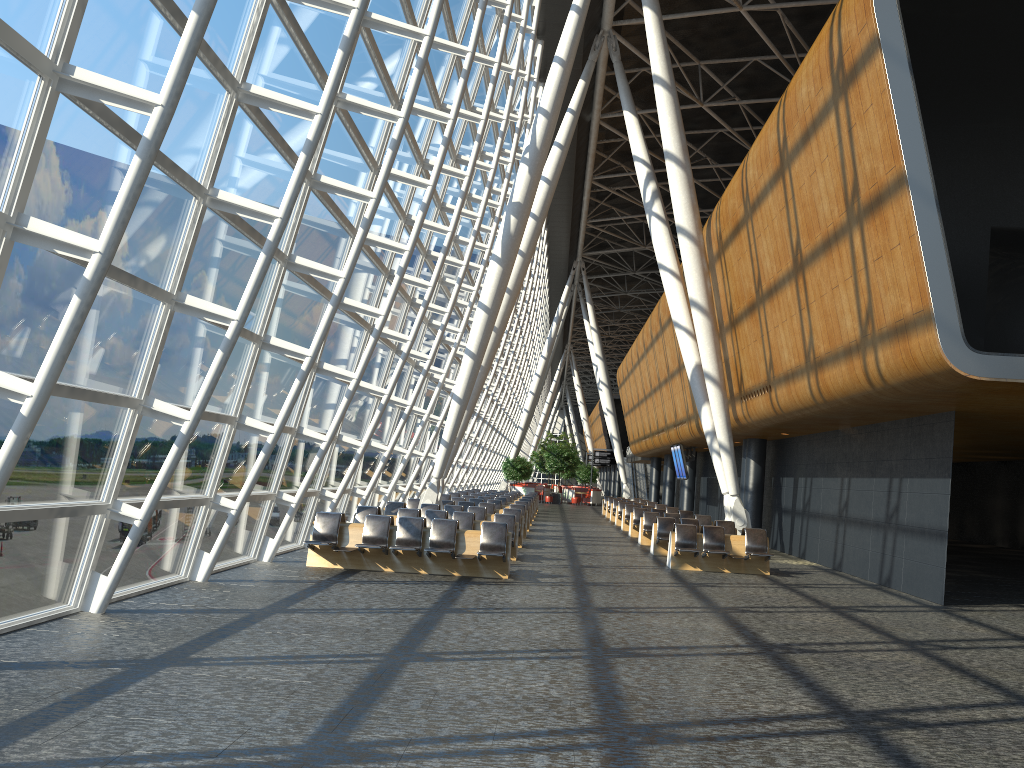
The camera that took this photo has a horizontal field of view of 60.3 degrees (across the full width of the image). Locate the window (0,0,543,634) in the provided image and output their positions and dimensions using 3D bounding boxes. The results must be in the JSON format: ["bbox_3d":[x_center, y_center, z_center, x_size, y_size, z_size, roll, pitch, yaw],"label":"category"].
[{"bbox_3d":[1.082,2.950,81.065,3.718,14.006,166.900,3,-6,3],"label":"window"}]

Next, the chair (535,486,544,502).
[{"bbox_3d":[1.594,6.918,55.557,0.621,1.009,0.663,3,-2,28],"label":"chair"}]

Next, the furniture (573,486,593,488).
[{"bbox_3d":[5.056,8.117,65.380,0.891,1.006,2.829,5,-5,-29],"label":"furniture"}]

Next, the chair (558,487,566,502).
[{"bbox_3d":[3.440,7.275,58.030,0.659,1.009,0.625,2,-2,38],"label":"chair"}]

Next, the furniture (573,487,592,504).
[{"bbox_3d":[4.703,7.333,57.893,0.891,1.006,2.829,5,-5,-29],"label":"furniture"}]

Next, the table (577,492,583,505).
[{"bbox_3d":[4.410,7.166,55.145,0.797,0.749,0.803,2,-3,19],"label":"table"}]

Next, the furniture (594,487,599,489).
[{"bbox_3d":[7.051,9.864,80.674,1.896,0.868,1.666,3,-4,3],"label":"furniture"}]

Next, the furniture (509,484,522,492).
[{"bbox_3d":[0.393,7.039,57.410,0.887,1.006,2.843,3,-5,15],"label":"furniture"}]

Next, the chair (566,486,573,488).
[{"bbox_3d":[4.213,7.735,62.108,0.663,1.009,0.621,5,-2,-42],"label":"chair"}]

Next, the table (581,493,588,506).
[{"bbox_3d":[4.213,7.000,53.622,0.797,0.749,0.803,2,-3,19],"label":"table"}]

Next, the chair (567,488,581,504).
[{"bbox_3d":[3.860,6.952,54.621,0.663,1.009,0.621,5,-2,-42],"label":"chair"}]

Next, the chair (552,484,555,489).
[{"bbox_3d":[3.155,8.790,73.044,0.661,1.010,0.623,4,-1,-12],"label":"chair"}]

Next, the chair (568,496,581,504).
[{"bbox_3d":[3.964,7.071,55.730,0.625,1.009,0.659,4,-2,-42],"label":"chair"}]

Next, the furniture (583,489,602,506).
[{"bbox_3d":[5.078,7.056,54.960,0.887,1.006,2.843,3,-5,15],"label":"furniture"}]

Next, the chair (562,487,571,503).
[{"bbox_3d":[3.666,7.170,56.872,0.621,1.009,0.663,2,-2,38],"label":"chair"}]

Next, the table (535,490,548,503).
[{"bbox_3d":[1.782,6.814,53.155,0.801,0.749,0.799,5,-3,-26],"label":"table"}]

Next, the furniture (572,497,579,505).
[{"bbox_3d":[3.820,7.089,53.286,0.442,0.459,0.445,3,-3,15],"label":"furniture"}]

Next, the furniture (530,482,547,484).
[{"bbox_3d":[2.189,11.117,95.685,3.250,0.868,1.666,3,-4,3],"label":"furniture"}]

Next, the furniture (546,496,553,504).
[{"bbox_3d":[2.231,6.962,52.926,0.445,0.459,0.442,6,-4,-45],"label":"furniture"}]

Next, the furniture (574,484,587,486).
[{"bbox_3d":[8.040,12.059,101.651,1.896,0.868,1.666,3,-4,3],"label":"furniture"}]

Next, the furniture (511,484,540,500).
[{"bbox_3d":[0.768,6.761,54.476,0.891,1.006,2.829,5,-5,-29],"label":"furniture"}]

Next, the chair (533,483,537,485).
[{"bbox_3d":[1.760,8.405,70.050,0.624,1.009,0.660,4,-2,-32],"label":"chair"}]

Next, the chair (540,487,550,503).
[{"bbox_3d":[1.886,6.798,54.213,0.659,1.009,0.625,2,-2,28],"label":"chair"}]

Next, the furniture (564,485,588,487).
[{"bbox_3d":[4.897,8.486,69.098,0.887,1.007,2.841,1,-5,45],"label":"furniture"}]

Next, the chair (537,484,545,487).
[{"bbox_3d":[1.947,7.701,63.044,0.621,1.009,0.663,3,-2,28],"label":"chair"}]

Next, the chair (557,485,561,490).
[{"bbox_3d":[3.793,8.059,65.517,0.659,1.009,0.625,2,-2,38],"label":"chair"}]

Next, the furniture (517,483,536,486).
[{"bbox_3d":[1.121,7.544,61.963,0.891,1.006,2.829,5,-5,-29],"label":"furniture"}]

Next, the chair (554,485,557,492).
[{"bbox_3d":[3.673,8.449,69.415,0.661,1.010,0.623,4,-1,-12],"label":"chair"}]

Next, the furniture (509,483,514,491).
[{"bbox_3d":[1.341,9.236,77.705,3.250,0.868,1.666,3,-4,3],"label":"furniture"}]

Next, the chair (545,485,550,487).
[{"bbox_3d":[2.239,7.581,61.700,0.659,1.009,0.625,2,-2,28],"label":"chair"}]

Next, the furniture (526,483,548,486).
[{"bbox_3d":[2.063,8.781,73.567,0.887,1.007,2.841,1,-5,45],"label":"furniture"}]
